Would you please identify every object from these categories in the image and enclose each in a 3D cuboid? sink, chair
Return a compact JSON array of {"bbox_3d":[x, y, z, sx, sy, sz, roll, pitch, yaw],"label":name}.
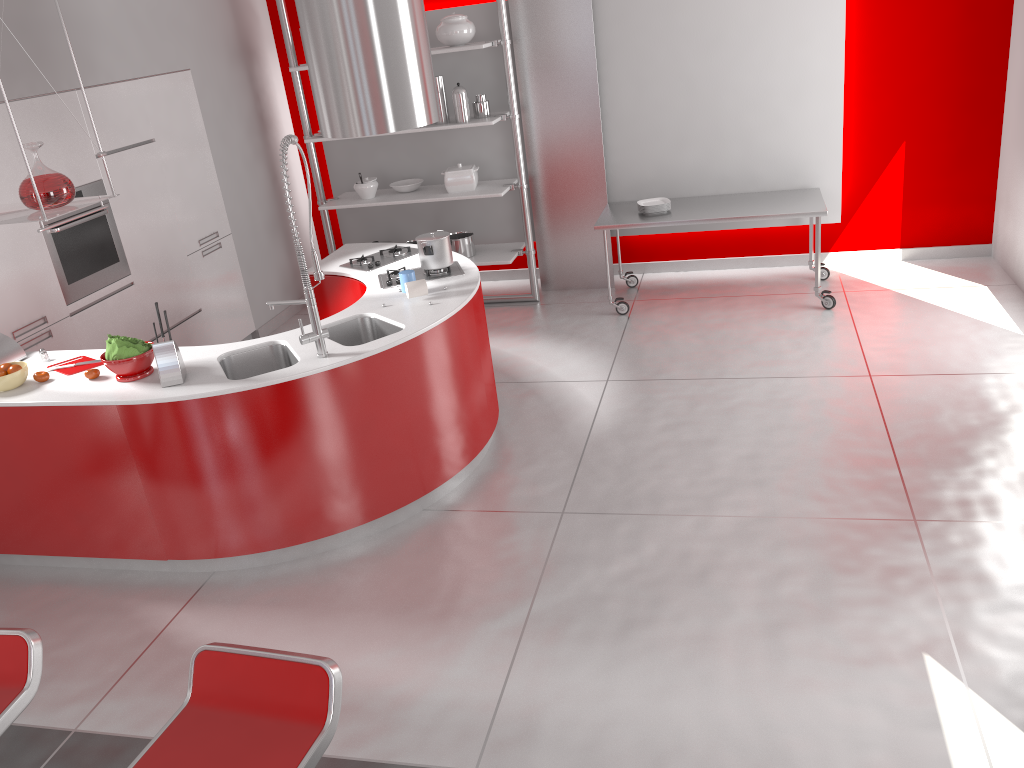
[{"bbox_3d":[-1.109,-0.014,3.957,0.326,0.172,0.428,-17,25,-21],"label":"sink"},{"bbox_3d":[-0.697,-0.161,4.170,0.326,0.172,0.428,-23,27,-31],"label":"sink"},{"bbox_3d":[-0.597,1.101,2.082,0.418,0.857,0.460,1,25,20],"label":"chair"},{"bbox_3d":[-1.403,1.113,2.306,0.418,0.857,0.460,-3,23,11],"label":"chair"}]

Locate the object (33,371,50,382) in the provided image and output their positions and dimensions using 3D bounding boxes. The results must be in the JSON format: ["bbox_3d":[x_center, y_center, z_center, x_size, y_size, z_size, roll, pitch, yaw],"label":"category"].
[{"bbox_3d":[-2.115,-0.032,3.988,0.065,0.047,0.063,-1,24,15],"label":"object"}]

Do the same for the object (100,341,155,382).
[{"bbox_3d":[-1.670,-0.092,3.893,0.229,0.118,0.228,-13,24,-11],"label":"object"}]

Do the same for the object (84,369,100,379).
[{"bbox_3d":[-1.864,-0.047,3.938,0.064,0.048,0.063,-10,23,-5],"label":"object"}]

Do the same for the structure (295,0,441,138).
[{"bbox_3d":[-0.760,-1.817,4.601,0.644,0.958,0.644,-15,24,-16],"label":"structure"}]

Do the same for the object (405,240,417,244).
[{"bbox_3d":[-0.774,-1.066,7.068,0.182,0.122,0.196,-18,25,-23],"label":"object"}]

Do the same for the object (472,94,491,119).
[{"bbox_3d":[-0.228,-2.049,6.539,0.127,0.157,0.127,4,25,25],"label":"object"}]

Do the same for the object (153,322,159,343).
[{"bbox_3d":[-1.492,-0.158,3.748,0.009,0.197,0.091,-13,24,-11],"label":"object"}]

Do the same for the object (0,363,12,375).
[{"bbox_3d":[-2.280,-0.068,3.998,0.066,0.049,0.062,-2,24,12],"label":"object"}]

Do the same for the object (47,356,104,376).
[{"bbox_3d":[-2.035,-0.087,4.140,0.266,0.006,0.168,13,30,39],"label":"object"}]

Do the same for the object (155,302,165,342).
[{"bbox_3d":[-1.470,-0.179,3.755,0.014,0.322,0.150,-13,24,-11],"label":"object"}]

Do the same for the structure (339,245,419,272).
[{"bbox_3d":[-0.767,-0.765,5.280,0.303,0.037,0.457,15,32,42],"label":"structure"}]

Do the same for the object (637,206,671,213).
[{"bbox_3d":[1.022,-1.261,6.376,0.228,0.020,0.228,-8,23,-2],"label":"object"}]

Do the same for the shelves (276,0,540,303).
[{"bbox_3d":[-0.769,-1.830,6.738,1.735,2.599,0.535,-1,24,15],"label":"shelves"}]

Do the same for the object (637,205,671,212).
[{"bbox_3d":[1.020,-1.270,6.372,0.228,0.020,0.228,-8,23,-2],"label":"object"}]

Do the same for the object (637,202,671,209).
[{"bbox_3d":[1.018,-1.288,6.364,0.228,0.020,0.228,-8,23,-2],"label":"object"}]

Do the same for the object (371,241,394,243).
[{"bbox_3d":[-1.121,-1.076,7.189,0.308,0.130,0.407,2,25,22],"label":"object"}]

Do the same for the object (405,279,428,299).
[{"bbox_3d":[-0.478,-0.478,4.413,0.100,0.080,0.109,-13,24,-12],"label":"object"}]

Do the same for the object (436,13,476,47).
[{"bbox_3d":[-0.405,-2.534,6.341,0.287,0.222,0.287,-20,26,-27],"label":"object"}]

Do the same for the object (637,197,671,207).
[{"bbox_3d":[1.017,-1.298,6.360,0.228,0.020,0.228,-8,23,-2],"label":"object"}]

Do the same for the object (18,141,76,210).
[{"bbox_3d":[-1.938,-0.857,3.658,0.213,0.266,0.213,13,31,40],"label":"object"}]

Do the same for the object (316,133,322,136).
[{"bbox_3d":[-1.344,-1.902,6.732,0.280,0.015,0.280,-24,28,-33],"label":"object"}]

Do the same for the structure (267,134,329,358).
[{"bbox_3d":[-0.905,-0.561,3.721,0.308,0.920,0.178,-20,26,-27],"label":"structure"}]

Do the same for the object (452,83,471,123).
[{"bbox_3d":[-0.368,-2.023,6.375,0.115,0.274,0.115,-4,23,9],"label":"object"}]

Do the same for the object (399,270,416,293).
[{"bbox_3d":[-0.531,-0.527,4.522,0.080,0.100,0.109,-12,23,-10],"label":"object"}]

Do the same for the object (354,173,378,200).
[{"bbox_3d":[-1.137,-1.550,6.892,0.192,0.214,0.192,-6,23,3],"label":"object"}]

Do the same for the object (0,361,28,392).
[{"bbox_3d":[-2.263,-0.023,3.965,0.201,0.086,0.201,-1,24,16],"label":"object"}]

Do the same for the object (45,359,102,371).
[{"bbox_3d":[-1.980,-0.101,4.138,0.375,0.008,0.041,-10,23,-6],"label":"object"}]

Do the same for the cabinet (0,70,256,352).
[{"bbox_3d":[-2.686,-0.767,5.595,0.614,2.026,2.398,-1,24,15],"label":"cabinet"}]

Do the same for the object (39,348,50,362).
[{"bbox_3d":[-2.244,-0.139,4.249,0.043,0.066,0.042,5,26,27],"label":"object"}]

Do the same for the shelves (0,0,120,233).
[{"bbox_3d":[-2.262,-1.144,3.589,0.934,1.023,0.462,-1,24,15],"label":"shelves"}]

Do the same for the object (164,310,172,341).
[{"bbox_3d":[-1.440,-0.167,3.758,0.012,0.279,0.130,-13,24,-11],"label":"object"}]

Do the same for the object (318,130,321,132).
[{"bbox_3d":[-1.346,-1.914,6.726,0.244,0.042,0.244,-7,23,1],"label":"object"}]

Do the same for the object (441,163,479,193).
[{"bbox_3d":[-0.387,-1.578,6.746,0.282,0.197,0.235,-5,23,6],"label":"object"}]

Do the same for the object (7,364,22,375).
[{"bbox_3d":[-2.223,-0.061,3.964,0.066,0.049,0.062,2,25,22],"label":"object"}]

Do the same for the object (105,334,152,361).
[{"bbox_3d":[-1.666,-0.141,3.870,0.198,0.182,0.193,1,25,20],"label":"object"}]

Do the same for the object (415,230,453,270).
[{"bbox_3d":[-0.419,-0.731,4.809,0.189,0.185,0.218,-16,25,-20],"label":"object"}]

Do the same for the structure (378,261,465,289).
[{"bbox_3d":[-0.502,-0.612,4.842,0.457,0.037,0.303,-11,23,-8],"label":"structure"}]

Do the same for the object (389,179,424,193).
[{"bbox_3d":[-0.824,-1.551,6.977,0.272,0.072,0.272,-16,24,-18],"label":"object"}]

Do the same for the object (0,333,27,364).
[{"bbox_3d":[-2.578,-0.125,4.175,0.300,0.170,0.400,-1,24,15],"label":"object"}]

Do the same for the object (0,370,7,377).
[{"bbox_3d":[-2.281,-0.044,3.940,0.065,0.052,0.062,-7,23,1],"label":"object"}]

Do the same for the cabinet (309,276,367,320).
[{"bbox_3d":[-1.552,0.076,4.658,1.875,0.761,1.025,-20,26,-26],"label":"cabinet"}]

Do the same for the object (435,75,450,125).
[{"bbox_3d":[-0.528,-2.065,6.453,0.109,0.329,0.110,-2,24,13],"label":"object"}]

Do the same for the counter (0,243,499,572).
[{"bbox_3d":[-1.298,0.117,4.563,2.865,0.880,1.868,-26,29,-36],"label":"counter"}]

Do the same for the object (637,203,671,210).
[{"bbox_3d":[1.019,-1.279,6.368,0.228,0.020,0.228,-8,23,-2],"label":"object"}]

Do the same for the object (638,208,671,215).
[{"bbox_3d":[1.023,-1.251,6.380,0.228,0.020,0.228,-8,23,-2],"label":"object"}]

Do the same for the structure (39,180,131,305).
[{"bbox_3d":[-2.476,-0.836,5.168,0.050,0.589,0.599,-1,24,15],"label":"structure"}]

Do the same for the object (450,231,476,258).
[{"bbox_3d":[-0.409,-1.084,6.949,0.240,0.161,0.259,-8,23,0],"label":"object"}]

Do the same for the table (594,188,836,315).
[{"bbox_3d":[1.475,-0.955,6.447,1.627,0.682,0.749,-1,24,16],"label":"table"}]

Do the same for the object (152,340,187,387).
[{"bbox_3d":[-1.456,-0.099,3.760,0.091,0.178,0.137,-12,23,-10],"label":"object"}]
